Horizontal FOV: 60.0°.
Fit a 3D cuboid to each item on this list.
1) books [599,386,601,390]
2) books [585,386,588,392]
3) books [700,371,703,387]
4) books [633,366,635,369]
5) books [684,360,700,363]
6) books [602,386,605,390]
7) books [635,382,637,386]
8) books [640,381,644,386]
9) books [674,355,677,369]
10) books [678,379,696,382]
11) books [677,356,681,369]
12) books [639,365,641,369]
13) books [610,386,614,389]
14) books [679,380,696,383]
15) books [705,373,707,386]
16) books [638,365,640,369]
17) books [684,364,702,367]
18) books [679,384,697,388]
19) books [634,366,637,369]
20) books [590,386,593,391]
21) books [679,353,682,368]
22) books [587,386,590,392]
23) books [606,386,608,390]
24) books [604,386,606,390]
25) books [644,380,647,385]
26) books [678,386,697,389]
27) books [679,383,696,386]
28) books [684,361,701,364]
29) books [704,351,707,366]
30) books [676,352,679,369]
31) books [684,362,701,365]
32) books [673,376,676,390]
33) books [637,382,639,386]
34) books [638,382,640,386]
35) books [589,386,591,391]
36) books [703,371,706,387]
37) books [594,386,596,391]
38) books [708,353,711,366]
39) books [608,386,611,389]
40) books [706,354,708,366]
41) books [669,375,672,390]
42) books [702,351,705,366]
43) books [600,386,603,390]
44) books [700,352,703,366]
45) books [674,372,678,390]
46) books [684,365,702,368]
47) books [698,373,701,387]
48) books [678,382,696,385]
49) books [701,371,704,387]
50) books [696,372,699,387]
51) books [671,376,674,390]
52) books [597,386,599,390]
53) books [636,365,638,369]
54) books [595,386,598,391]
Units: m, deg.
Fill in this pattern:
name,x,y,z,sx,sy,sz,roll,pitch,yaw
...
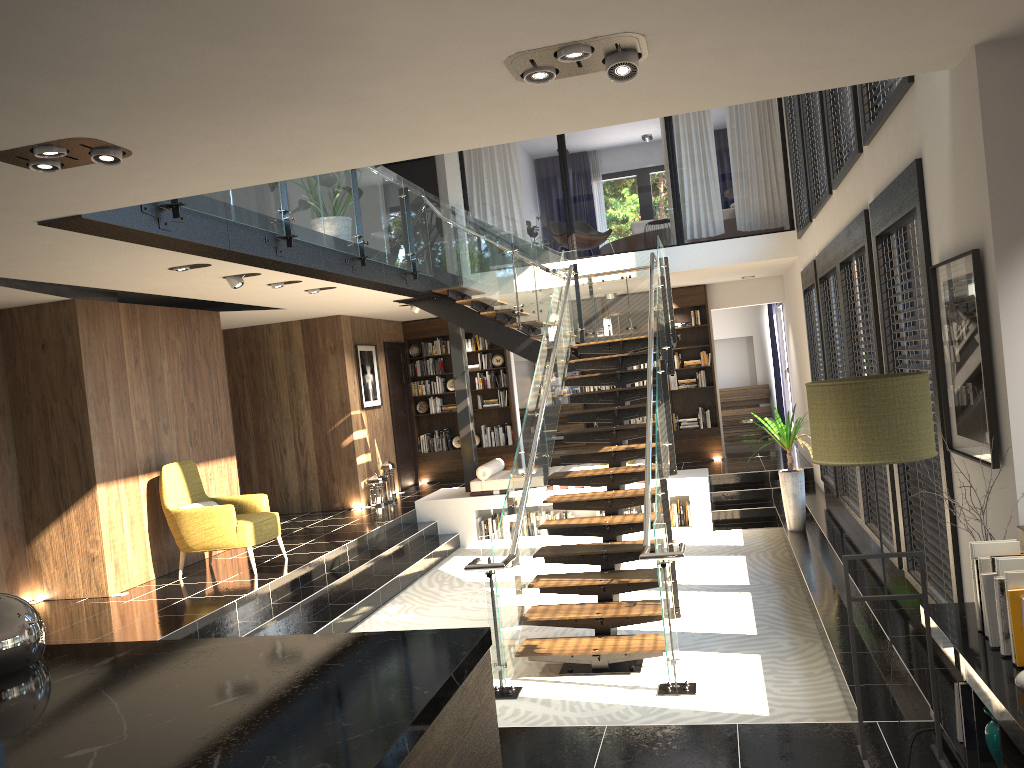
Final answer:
name,x,y,z,sx,sy,sz,roll,pitch,yaw
books,1.407,0.096,14.066,0.021,0.216,0.170,-6,1,13
books,1.198,0.085,14.091,0.028,0.282,0.168,-6,1,13
books,2.919,-0.078,13.679,0.023,0.246,0.147,-6,1,13
books,1.912,-0.288,13.899,0.027,0.239,0.153,-6,1,13
books,2.796,-0.352,13.746,0.246,0.021,0.148,-6,0,13
books,1.460,0.088,14.035,0.030,0.222,0.189,-6,1,13
books,1.951,0.005,13.900,0.030,0.284,0.176,-6,1,13
books,2.030,0.017,13.852,0.036,0.244,0.194,-6,1,13
books,2.550,-0.343,13.790,0.024,0.219,0.174,-6,1,13
books,2.709,-0.057,13.730,0.272,0.022,0.156,-6,0,12
books,2.593,-0.335,13.760,0.026,0.196,0.147,-6,1,13
books,2.011,-0.301,13.875,0.030,0.244,0.142,-6,1,13
books,1.585,0.068,14.001,0.070,0.236,0.206,-6,1,13
books,2.710,-0.035,13.724,0.260,0.021,0.167,-6,0,11
books,2.988,-0.074,13.682,0.012,0.224,0.097,-6,1,13
books,1.991,-0.279,13.894,0.021,0.206,0.147,-6,1,13
books,2.800,-0.291,13.740,0.272,0.021,0.156,-6,0,12
books,2.718,0.029,13.728,0.274,0.022,0.156,-6,0,10
books,1.936,-0.300,13.887,0.028,0.258,0.208,-6,1,13
books,1.276,0.089,14.073,0.029,0.258,0.181,-6,1,13
books,2.622,-0.362,13.784,0.025,0.243,0.119,-6,1,13
books,1.229,0.123,14.084,0.028,0.199,0.175,-6,1,13
books,1.510,0.066,14.012,0.029,0.256,0.167,-6,1,13
books,1.493,0.110,14.040,0.027,0.171,0.146,-6,1,13
books,2.087,0.002,13.871,0.067,0.261,0.159,-6,1,13
books,2.717,0.054,13.717,0.288,0.026,0.175,-6,0,17
books,2.717,0.007,13.737,0.247,0.022,0.148,-6,0,14
books,2.795,-0.331,13.732,0.260,0.020,0.167,-6,0,11
books,2.987,-0.391,13.689,0.023,0.225,0.146,-6,1,13
books,2.570,-0.365,13.781,0.023,0.261,0.146,-6,1,13
books,2.797,-0.311,13.734,0.259,0.020,0.167,-6,0,11
books,2.517,-0.018,13.748,0.026,0.210,0.184,-6,1,13
books,1.973,0.036,13.859,0.023,0.218,0.195,-6,1,13
books,2.004,0.019,13.884,0.030,0.245,0.166,-6,1,13
books,1.255,0.097,14.097,0.023,0.245,0.159,-6,1,13
books,2.967,-0.083,13.670,0.022,0.247,0.132,-6,1,13
books,1.329,0.099,14.074,0.028,0.227,0.136,-6,1,13
books,3.041,-0.381,13.649,0.051,0.194,0.192,-6,1,13
books,1.547,0.088,14.030,0.030,0.205,0.170,-6,1,13
books,3.005,-0.374,13.657,0.023,0.189,0.197,-6,1,13
books,2.470,-0.025,13.790,0.025,0.232,0.156,-6,1,13
books,2.958,-0.395,13.678,0.028,0.240,0.187,-6,1,13
books,1.433,0.105,14.054,0.033,0.193,0.172,-6,1,13
books,2.935,-0.382,13.693,0.026,0.219,0.156,-6,1,13
books,2.544,-0.055,13.751,0.031,0.277,0.168,-6,1,13
books,2.802,-0.270,13.739,0.266,0.021,0.156,-6,0,11
books,2.896,-0.059,13.676,0.025,0.212,0.167,-6,1,13
books,2.713,-0.014,13.726,0.268,0.022,0.156,-6,0,9
books,2.938,-0.082,13.652,0.026,0.251,0.178,-6,1,13
books,2.865,-0.071,13.672,0.030,0.244,0.176,-6,1,13
books,2.494,-0.018,13.772,0.029,0.214,0.149,-6,1,13
books,1.377,0.071,14.058,0.029,0.272,0.152,-6,1,13
books,1.970,-0.275,13.902,0.026,0.201,0.146,-6,1,13
books,1.354,0.111,14.061,0.024,0.197,0.172,-6,1,13
